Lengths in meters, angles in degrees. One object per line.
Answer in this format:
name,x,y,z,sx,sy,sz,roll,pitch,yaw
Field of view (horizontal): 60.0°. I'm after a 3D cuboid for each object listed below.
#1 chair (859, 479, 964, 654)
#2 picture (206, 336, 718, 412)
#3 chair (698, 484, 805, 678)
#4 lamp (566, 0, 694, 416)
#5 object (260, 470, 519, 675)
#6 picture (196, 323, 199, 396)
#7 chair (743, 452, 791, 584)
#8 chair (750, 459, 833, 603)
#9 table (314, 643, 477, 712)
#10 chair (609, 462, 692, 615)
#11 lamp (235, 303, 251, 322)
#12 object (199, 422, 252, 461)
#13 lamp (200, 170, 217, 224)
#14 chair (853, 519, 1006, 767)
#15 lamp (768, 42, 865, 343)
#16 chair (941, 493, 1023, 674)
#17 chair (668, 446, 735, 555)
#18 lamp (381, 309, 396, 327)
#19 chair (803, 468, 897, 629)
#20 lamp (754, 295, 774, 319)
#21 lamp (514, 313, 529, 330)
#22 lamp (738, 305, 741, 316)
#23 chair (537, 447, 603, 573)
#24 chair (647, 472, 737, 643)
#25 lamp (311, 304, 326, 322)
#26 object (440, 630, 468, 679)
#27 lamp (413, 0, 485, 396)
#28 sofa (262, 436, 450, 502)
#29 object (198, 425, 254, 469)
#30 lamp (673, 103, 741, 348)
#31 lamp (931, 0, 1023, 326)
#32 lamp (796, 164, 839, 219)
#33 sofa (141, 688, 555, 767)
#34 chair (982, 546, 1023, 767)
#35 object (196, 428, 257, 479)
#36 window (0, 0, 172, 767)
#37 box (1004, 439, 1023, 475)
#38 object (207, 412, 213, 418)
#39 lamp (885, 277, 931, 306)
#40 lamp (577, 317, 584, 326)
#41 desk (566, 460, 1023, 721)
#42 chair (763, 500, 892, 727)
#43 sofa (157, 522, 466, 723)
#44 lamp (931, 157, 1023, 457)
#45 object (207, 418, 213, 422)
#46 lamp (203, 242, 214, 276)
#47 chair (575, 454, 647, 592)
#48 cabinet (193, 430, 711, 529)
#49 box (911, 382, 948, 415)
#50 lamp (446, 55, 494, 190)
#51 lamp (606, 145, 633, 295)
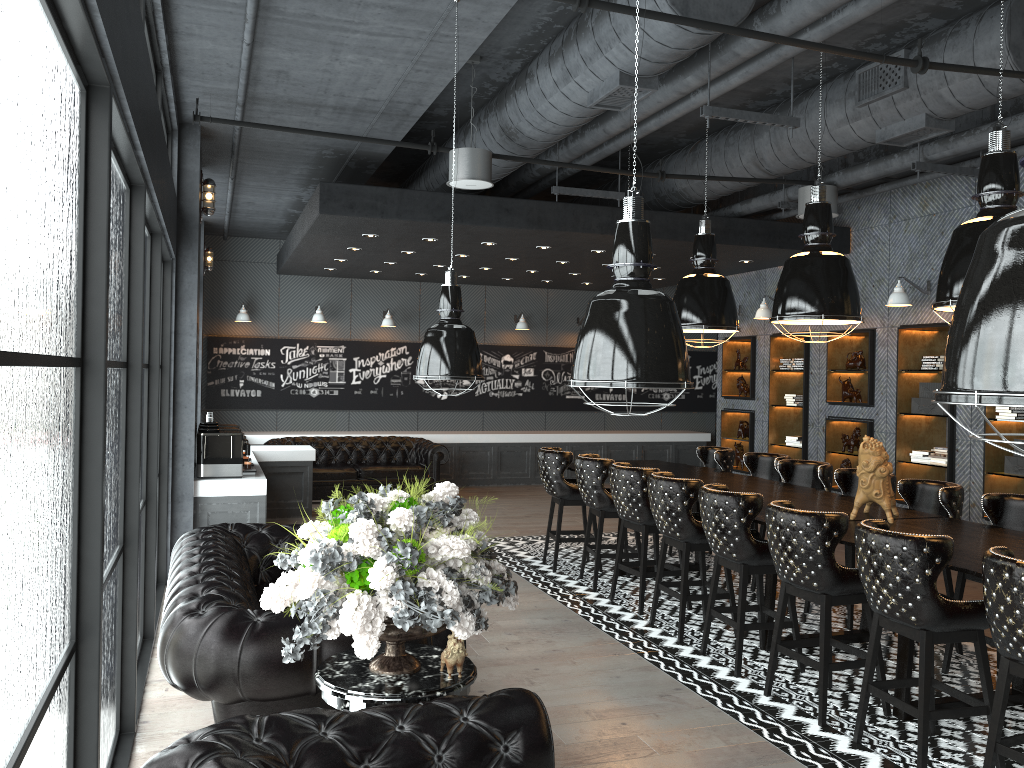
chair,2.740,1.214,6.013,0.568,1.092,0.504,1,0,-11
picture,1.243,-0.078,15.541,12.464,1.103,0.200,1,0,-19
chair,1.449,1.194,5.539,0.568,1.092,0.504,1,0,-14
lamp,0.381,-0.984,2.730,0.391,2.161,0.391,1,0,26
object,-0.408,0.678,3.192,0.848,0.663,0.875,1,0,12
picture,-2.947,-0.217,8.191,0.086,0.634,1.389,1,0,-19
chair,2.222,1.184,8.023,0.568,1.092,0.504,1,0,-22
chair,2.354,1.193,7.344,0.568,1.092,0.504,1,0,-28
table,-0.418,1.371,3.164,0.572,0.726,0.572,1,0,35
chair,1.030,1.172,6.891,0.568,1.092,0.504,1,0,-22
lamp,-4.040,-1.083,13.431,0.243,0.287,0.490,1,0,-3
object,-2.859,0.597,8.834,0.503,0.426,0.335,1,0,-19
lamp,-2.805,-1.722,8.193,0.139,0.480,0.145,1,0,-19
chair,1.912,1.216,4.182,0.568,1.092,0.504,1,0,-15
lamp,2.085,-1.433,6.030,0.621,2.303,0.621,1,0,26
chair,2.966,1.225,5.285,0.568,1.092,0.504,1,0,-17
chair,1.884,1.171,8.693,0.568,1.092,0.504,1,0,-10
lamp,-1.959,-1.056,14.140,0.243,0.287,0.490,1,0,-3
chair,2.581,1.204,6.677,0.568,1.092,0.504,1,0,-24
lamp,3.214,-0.943,10.881,0.489,0.287,0.243,1,0,-3
lamp,0.166,-1.050,14.865,0.243,0.287,0.490,1,0,-3
lamp,2.864,-0.949,11.907,0.489,0.287,0.243,1,0,-3
chair,0.511,1.149,8.237,0.568,1.092,0.504,1,0,-10
chair,1.229,1.183,6.216,0.568,1.092,0.504,1,0,-16
lamp,-2.980,-1.102,13.792,0.243,0.287,0.490,1,0,-3
object,-0.199,0.929,3.083,0.086,0.183,0.136,1,0,-12
lamp,-0.321,-1.018,4.791,0.391,2.161,0.391,1,0,26
sofa,-2.261,1.186,12.581,2.565,0.838,1.239,1,0,-19
object,-2.697,0.604,8.359,0.503,0.426,0.335,1,0,-19
lamp,1.614,-1.455,7.412,0.621,2.303,0.621,1,0,26
lamp,2.556,-1.410,4.648,0.621,2.303,0.621,1,0,26
lamp,2.838,-2.068,8.214,0.380,1.045,0.381,1,0,8
sofa,-0.101,1.335,1.547,1.239,0.838,2.566,1,1,-19
chair,2.179,1.227,3.530,0.568,1.092,0.504,1,0,-25
object,-2.531,0.612,7.870,0.503,0.426,0.335,1,0,-19
window,-1.124,-0.129,2.162,0.120,3.729,20.797,1,1,-19
box,4.630,0.657,7.897,0.323,0.316,0.419,1,0,-19
object,-3.535,0.365,10.378,0.074,0.073,0.074,1,0,12
lamp,3.940,-0.916,8.751,0.489,0.287,0.243,1,0,-3
lamp,1.258,-1.033,15.237,0.243,0.287,0.490,1,0,-3
desk,2.193,1.302,5.475,1.433,0.927,7.595,1,1,-19
chair,1.665,1.205,4.824,0.568,1.092,0.504,1,0,-21
sofa,-1.157,1.285,4.645,1.239,0.838,2.566,1,1,-19
lamp,0.860,-0.958,1.324,0.391,2.153,0.391,1,0,26
object,-3.457,0.430,10.146,0.074,0.073,0.074,1,0,1
lamp,-4.383,-1.798,12.823,0.139,0.480,0.145,1,0,-19
chair,0.810,1.162,7.572,0.568,1.092,0.504,1,0,-10
cabinet,0.237,1.248,11.875,8.419,0.827,6.312,1,1,-19
box,4.267,0.145,8.951,0.298,0.316,0.419,1,0,-19
lamp,-0.327,-2.118,7.135,0.380,1.045,0.381,1,0,39
lamp,1.143,-1.478,8.794,0.621,2.303,0.621,1,0,26
